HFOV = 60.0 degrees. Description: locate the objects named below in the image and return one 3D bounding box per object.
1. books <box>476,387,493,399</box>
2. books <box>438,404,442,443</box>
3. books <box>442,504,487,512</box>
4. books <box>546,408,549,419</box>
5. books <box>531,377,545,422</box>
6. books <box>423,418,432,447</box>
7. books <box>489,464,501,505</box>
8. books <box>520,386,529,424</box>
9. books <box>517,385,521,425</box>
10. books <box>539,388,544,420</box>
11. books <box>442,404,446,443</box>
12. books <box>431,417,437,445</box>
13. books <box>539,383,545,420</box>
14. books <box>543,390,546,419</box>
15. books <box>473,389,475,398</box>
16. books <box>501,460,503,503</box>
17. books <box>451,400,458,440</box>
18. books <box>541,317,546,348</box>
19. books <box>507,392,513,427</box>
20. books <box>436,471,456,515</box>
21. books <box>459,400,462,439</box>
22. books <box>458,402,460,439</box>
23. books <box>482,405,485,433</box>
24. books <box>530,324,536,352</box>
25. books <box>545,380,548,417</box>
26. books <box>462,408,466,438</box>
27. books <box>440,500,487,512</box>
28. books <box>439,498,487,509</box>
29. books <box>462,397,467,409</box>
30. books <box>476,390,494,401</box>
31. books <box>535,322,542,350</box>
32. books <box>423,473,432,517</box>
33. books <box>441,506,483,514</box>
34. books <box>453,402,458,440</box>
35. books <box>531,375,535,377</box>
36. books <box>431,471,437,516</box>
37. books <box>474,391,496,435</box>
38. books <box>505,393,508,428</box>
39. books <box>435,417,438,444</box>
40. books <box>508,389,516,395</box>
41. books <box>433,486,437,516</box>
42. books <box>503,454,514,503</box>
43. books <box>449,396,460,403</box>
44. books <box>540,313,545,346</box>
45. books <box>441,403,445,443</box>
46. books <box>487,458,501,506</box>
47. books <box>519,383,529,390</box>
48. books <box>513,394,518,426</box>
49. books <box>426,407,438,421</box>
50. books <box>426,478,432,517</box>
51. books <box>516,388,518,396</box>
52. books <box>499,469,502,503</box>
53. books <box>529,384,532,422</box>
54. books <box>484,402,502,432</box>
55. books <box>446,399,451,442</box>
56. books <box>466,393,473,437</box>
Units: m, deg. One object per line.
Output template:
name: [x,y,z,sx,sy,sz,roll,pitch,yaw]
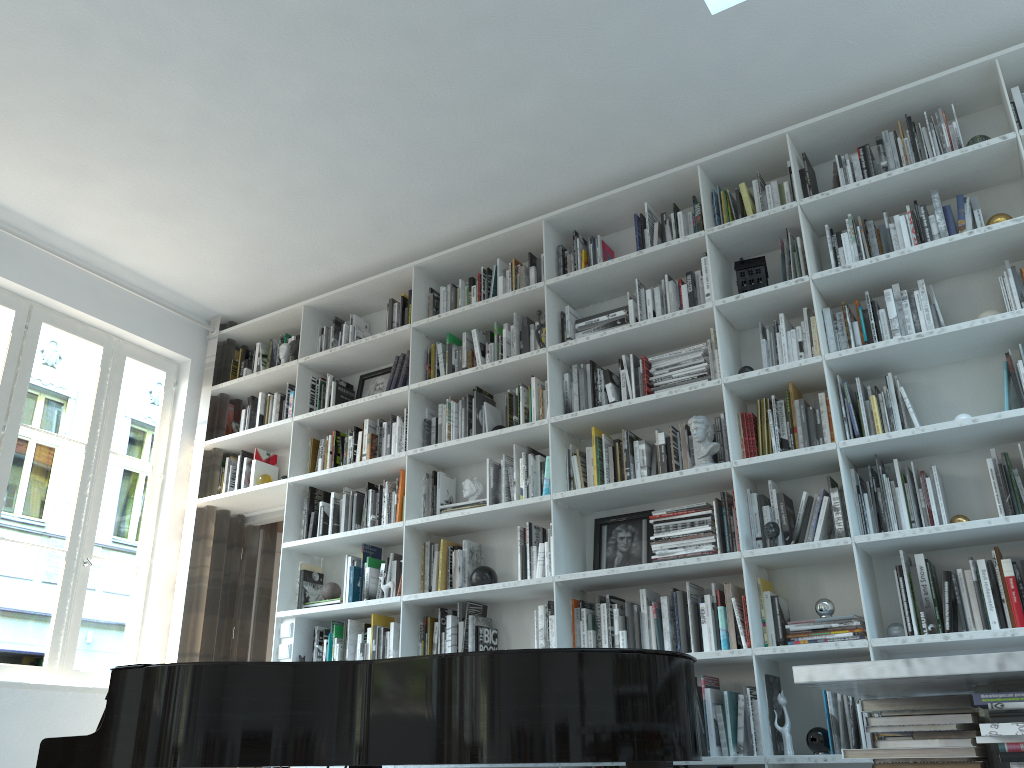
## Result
books: [-0.142,0.189,4.619,0.005,0.329,0.162,-14,-26,29]
books: [-0.338,0.258,4.709,0.026,0.278,0.151,-14,-26,29]
books: [-0.204,0.644,4.469,0.254,0.012,0.161,-13,-26,26]
books: [0.240,0.118,4.348,0.064,0.236,0.209,-14,-26,29]
books: [0.156,0.127,4.426,0.022,0.283,0.190,-14,-26,29]
books: [-0.411,0.309,4.734,0.015,0.207,0.186,-14,-26,29]
books: [-0.053,0.536,4.393,0.030,0.246,0.175,-14,-26,29]
books: [0.094,0.154,4.436,0.013,0.242,0.189,-14,-26,29]
books: [0.071,0.156,4.481,0.005,0.274,0.157,-14,-26,29]
books: [0.185,0.150,4.411,0.011,0.228,0.166,-14,-26,29]
books: [-0.308,0.258,4.686,0.024,0.261,0.178,-14,-26,29]
books: [-0.380,0.304,4.746,0.029,0.224,0.137,-14,-26,29]
books: [0.174,0.139,4.419,0.010,0.256,0.140,-14,-26,29]
books: [0.200,0.153,4.400,0.024,0.215,0.142,-14,-26,29]
books: [-0.160,0.197,4.624,0.004,0.319,0.153,-14,-26,29]
books: [-0.004,0.520,4.384,0.022,0.266,0.151,-14,-26,29]
books: [-0.262,0.238,4.643,0.009,0.262,0.190,-14,-26,29]
books: [0.207,-0.232,4.538,0.058,0.301,0.175,-14,-26,29]
books: [0.026,0.176,4.477,0.005,0.235,0.179,-14,-26,29]
books: [-0.340,0.603,4.580,0.021,0.276,0.137,-14,-26,29]
books: [-0.221,0.233,4.629,0.009,0.260,0.181,-14,-26,29]
books: [-0.230,0.242,4.652,0.010,0.260,0.170,-14,-26,29]
books: [-0.107,0.235,4.583,0.012,0.217,0.151,-14,-26,29]
books: [0.144,-0.177,4.563,0.022,0.221,0.161,-14,-26,29]
books: [0.214,0.126,4.390,0.022,0.256,0.155,-14,-26,29]
books: [-0.204,0.252,4.609,0.011,0.208,0.181,-14,-26,29]
books: [-0.203,0.634,4.475,0.285,0.012,0.160,-15,-27,31]
books: [-0.205,0.621,4.476,0.285,0.012,0.160,-12,-26,25]
books: [-0.210,0.224,4.633,0.011,0.278,0.169,-14,-26,29]
books: [-0.138,0.199,4.611,0.005,0.304,0.163,-14,-26,29]
books: [0.172,-0.184,4.567,0.025,0.236,0.153,-14,-26,29]
books: [-0.409,0.620,4.627,0.012,0.284,0.160,-14,-26,29]
books: [-0.206,0.654,4.461,0.254,0.012,0.161,-12,-26,24]
books: [-0.252,0.241,4.637,0.012,0.250,0.184,-14,-26,29]
books: [0.145,0.122,4.441,0.006,0.302,0.166,-14,-26,29]
books: [-0.374,0.610,4.621,0.011,0.296,0.136,-14,-26,29]
books: [-0.139,0.198,4.585,0.011,0.285,0.189,-14,-26,29]
books: [0.015,0.181,4.494,0.005,0.239,0.174,-14,-26,29]
books: [-0.358,0.301,4.731,0.024,0.218,0.140,-14,-26,29]
books: [0.018,0.177,4.528,0.012,0.274,0.129,-14,-26,29]
books: [-0.360,0.642,4.585,0.034,0.209,0.136,-14,-26,29]
books: [0.004,0.504,4.370,0.012,0.285,0.168,-14,-26,29]
books: [-0.287,0.233,4.699,0.011,0.315,0.155,-14,-26,29]
books: [0.195,-0.211,4.538,0.055,0.262,0.167,-14,-26,29]
books: [-0.324,0.255,4.697,0.012,0.275,0.157,-14,-26,29]
books: [-0.077,0.527,4.420,0.012,0.284,0.160,-14,-26,29]
books: [0.093,0.150,4.483,0.033,0.286,0.155,-14,-26,29]
books: [0.055,0.177,4.455,0.006,0.215,0.181,-14,-26,29]
books: [-0.414,0.282,4.768,0.012,0.284,0.160,-14,-26,29]
books: [-0.397,0.627,4.608,0.024,0.256,0.134,-14,-26,29]
books: [0.065,0.166,4.494,0.009,0.265,0.150,-14,-26,29]
books: [-0.015,0.549,4.399,0.024,0.226,0.138,-14,-26,29]
books: [0.139,0.146,4.432,0.006,0.252,0.181,-14,-26,29]
books: [-0.092,0.220,4.567,0.031,0.231,0.148,-14,-26,29]
books: [-0.290,0.239,4.670,0.010,0.282,0.184,-14,-26,29]
books: [-0.183,0.211,4.618,0.011,0.290,0.177,-14,-26,29]
